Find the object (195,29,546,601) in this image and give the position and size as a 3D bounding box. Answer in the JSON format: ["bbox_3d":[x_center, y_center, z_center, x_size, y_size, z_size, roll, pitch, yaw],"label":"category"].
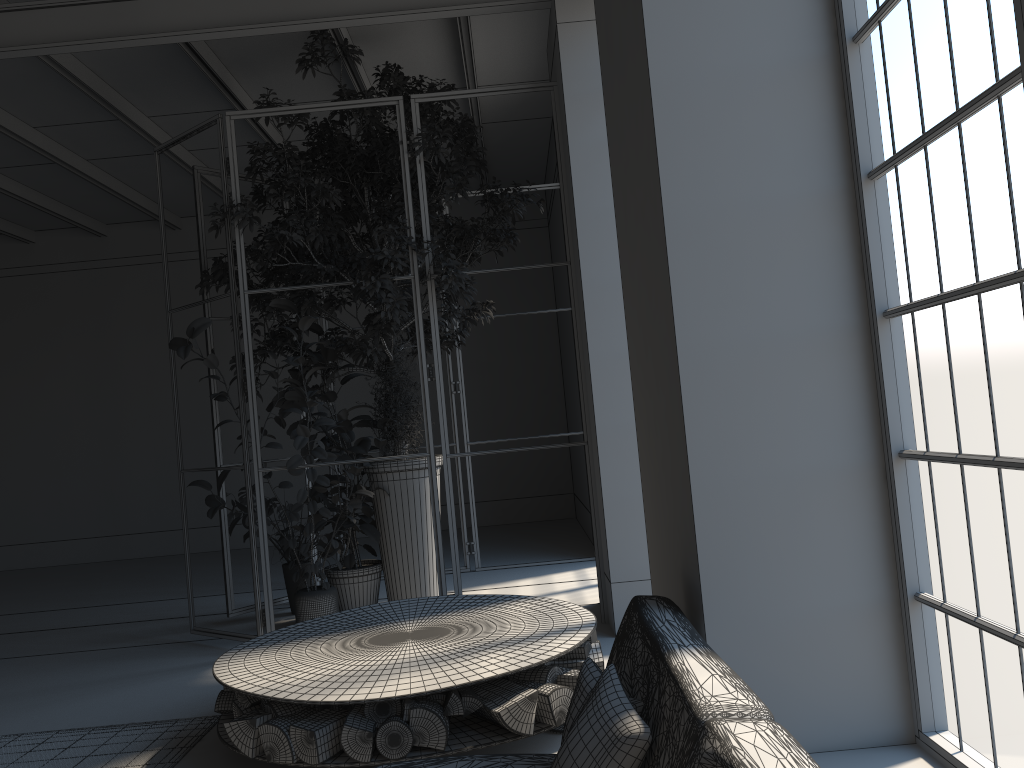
[{"bbox_3d":[-1.019,-0.414,6.345,2.243,4.154,2.486,-4,-3,-28],"label":"object"}]

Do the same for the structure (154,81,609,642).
[{"bbox_3d":[-0.836,-0.027,6.762,2.994,3.454,2.452,-5,-2,0],"label":"structure"}]

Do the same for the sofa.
[{"bbox_3d":[-0.077,0.983,1.152,1.206,0.734,3.193,-5,-2,0],"label":"sofa"}]

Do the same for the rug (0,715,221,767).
[{"bbox_3d":[-2.373,1.646,3.045,1.961,0.007,2.524,-5,-2,0],"label":"rug"}]

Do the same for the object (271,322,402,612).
[{"bbox_3d":[-1.290,0.604,6.568,1.270,2.157,0.868,-7,-3,31],"label":"object"}]

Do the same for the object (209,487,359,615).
[{"bbox_3d":[-1.701,1.249,6.676,1.125,1.001,0.920,-5,-2,-3],"label":"object"}]

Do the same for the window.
[{"bbox_3d":[0.985,-0.544,3.024,0.070,3.834,9.755,-5,-2,0],"label":"window"}]

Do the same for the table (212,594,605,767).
[{"bbox_3d":[-0.437,1.315,3.994,1.709,0.387,1.708,-5,-2,-9],"label":"table"}]

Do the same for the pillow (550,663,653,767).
[{"bbox_3d":[0.175,0.927,2.091,0.252,0.404,0.512,-5,-2,-3],"label":"pillow"}]

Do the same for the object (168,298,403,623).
[{"bbox_3d":[-1.484,0.605,5.942,1.253,2.183,1.309,-6,-3,11],"label":"object"}]

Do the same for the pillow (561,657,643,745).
[{"bbox_3d":[0.232,0.968,2.338,0.186,0.404,0.394,-5,-3,-11],"label":"pillow"}]
